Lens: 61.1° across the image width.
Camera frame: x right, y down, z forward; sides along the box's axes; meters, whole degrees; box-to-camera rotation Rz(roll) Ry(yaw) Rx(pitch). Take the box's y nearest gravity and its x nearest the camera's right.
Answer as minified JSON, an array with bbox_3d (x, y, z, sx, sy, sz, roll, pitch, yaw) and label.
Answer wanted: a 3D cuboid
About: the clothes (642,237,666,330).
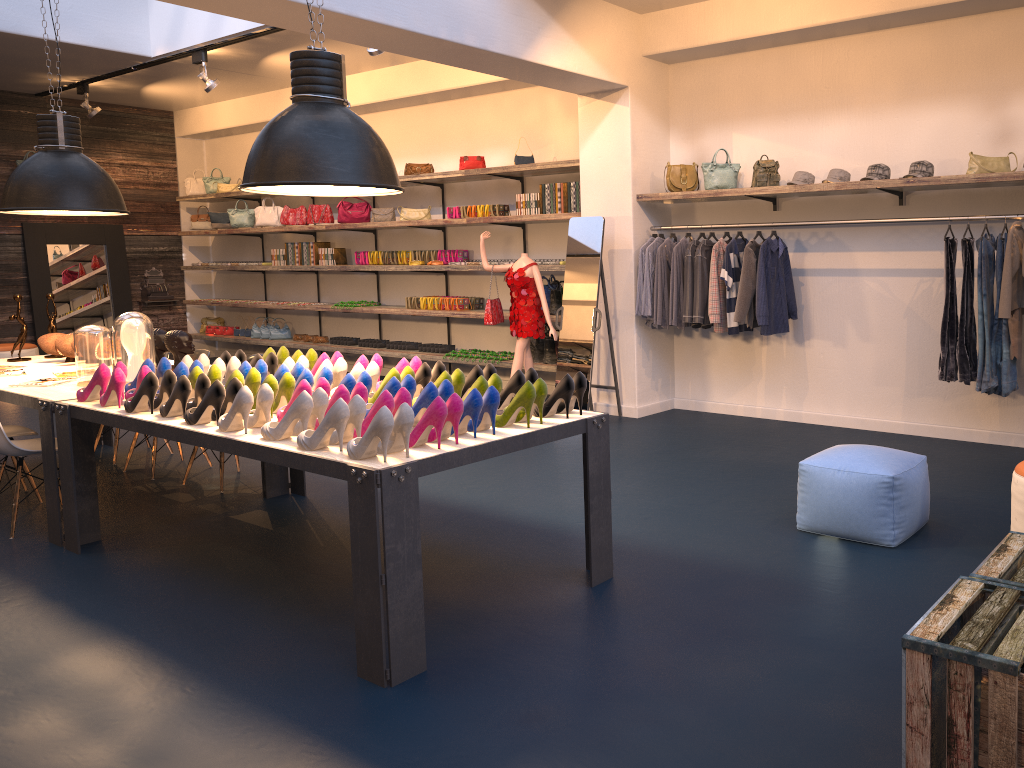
[{"bbox_3d":[1.296,-0.885,7.634,0.112,0.810,0.588,3,7,41],"label":"clothes"}]

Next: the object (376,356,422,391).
[{"bbox_3d":[-0.580,-0.047,4.438,0.224,0.194,0.218,4,8,36],"label":"object"}]

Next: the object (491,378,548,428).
[{"bbox_3d":[0.021,0.071,3.586,0.225,0.194,0.218,3,8,33],"label":"object"}]

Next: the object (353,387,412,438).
[{"bbox_3d":[-0.511,0.107,3.383,0.223,0.194,0.219,5,9,40],"label":"object"}]

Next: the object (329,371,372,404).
[{"bbox_3d":[-0.744,0.036,3.880,0.223,0.194,0.219,5,9,40],"label":"object"}]

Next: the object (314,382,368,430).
[{"bbox_3d":[-0.701,0.085,3.542,0.223,0.194,0.219,6,9,44],"label":"object"}]

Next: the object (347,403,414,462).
[{"bbox_3d":[-0.456,0.157,3.032,0.219,0.194,0.223,-7,9,-44],"label":"object"}]

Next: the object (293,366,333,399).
[{"bbox_3d":[-0.958,0.011,4.066,0.224,0.194,0.226,5,9,40],"label":"object"}]

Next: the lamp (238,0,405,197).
[{"bbox_3d":[-0.871,-1.679,3.829,0.650,1.638,0.753,2,6,32],"label":"lamp"}]

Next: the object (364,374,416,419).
[{"bbox_3d":[-0.535,0.053,3.752,0.224,0.194,0.219,4,8,37],"label":"object"}]

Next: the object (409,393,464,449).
[{"bbox_3d":[-0.302,0.128,3.221,0.224,0.194,0.218,4,8,37],"label":"object"}]

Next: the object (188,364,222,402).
[{"bbox_3d":[-1.513,-0.001,4.188,0.223,0.194,0.219,5,9,43],"label":"object"}]

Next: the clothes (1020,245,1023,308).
[{"bbox_3d":[3.545,-0.629,5.880,0.170,0.942,0.564,2,7,37],"label":"clothes"}]

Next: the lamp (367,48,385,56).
[{"bbox_3d":[-1.112,-2.842,7.142,0.184,0.326,0.237,-2,6,-3],"label":"lamp"}]

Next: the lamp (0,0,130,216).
[{"bbox_3d":[-2.834,-1.887,5.388,0.731,1.638,0.672,-3,5,-13],"label":"lamp"}]

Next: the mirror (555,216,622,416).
[{"bbox_3d":[0.639,-0.568,7.549,0.465,1.756,0.567,3,7,40],"label":"mirror"}]

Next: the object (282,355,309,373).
[{"bbox_3d":[-1.180,-0.055,4.530,0.224,0.194,0.218,4,8,36],"label":"object"}]

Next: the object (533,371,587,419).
[{"bbox_3d":[0.203,0.040,3.784,0.223,0.194,0.219,5,9,40],"label":"object"}]

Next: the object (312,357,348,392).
[{"bbox_3d":[-0.956,-0.041,4.421,0.223,0.194,0.219,5,9,40],"label":"object"}]

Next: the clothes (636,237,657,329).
[{"bbox_3d":[1.247,-0.890,7.673,0.112,0.810,0.588,3,7,41],"label":"clothes"}]

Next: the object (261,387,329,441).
[{"bbox_3d":[-0.843,0.111,3.377,0.227,0.194,0.215,2,7,26],"label":"object"}]

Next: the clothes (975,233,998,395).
[{"bbox_3d":[3.300,-0.478,6.033,0.148,1.130,0.244,1,5,22],"label":"clothes"}]

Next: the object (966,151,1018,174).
[{"bbox_3d":[3.377,-1.545,6.080,0.376,0.173,0.225,-2,7,-9],"label":"object"}]

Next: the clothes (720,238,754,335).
[{"bbox_3d":[1.897,-0.816,7.209,0.114,0.790,0.615,3,7,42],"label":"clothes"}]

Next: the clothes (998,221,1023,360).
[{"bbox_3d":[3.468,-0.639,5.947,0.170,0.942,0.564,2,7,37],"label":"clothes"}]

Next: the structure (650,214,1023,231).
[{"bbox_3d":[4.359,-1.041,5.192,8.031,0.038,0.042,6,10,38],"label":"structure"}]

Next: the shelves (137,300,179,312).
[{"bbox_3d":[-4.905,-1.083,12.051,0.226,0.156,0.491,5,10,40],"label":"shelves"}]

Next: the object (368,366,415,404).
[{"bbox_3d":[-0.572,0.010,4.047,0.223,0.194,0.219,5,9,40],"label":"object"}]

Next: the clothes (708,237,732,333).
[{"bbox_3d":[1.819,-0.833,7.273,0.162,0.792,0.733,3,7,41],"label":"clothes"}]

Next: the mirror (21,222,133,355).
[{"bbox_3d":[-5.578,-1.122,11.278,0.246,1.908,1.257,3,7,41],"label":"mirror"}]

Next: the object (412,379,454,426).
[{"bbox_3d":[-0.360,0.075,3.589,0.223,0.194,0.219,5,9,40],"label":"object"}]

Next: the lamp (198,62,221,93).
[{"bbox_3d":[-3.035,-3.047,8.672,0.247,0.326,0.177,-2,6,-7],"label":"lamp"}]

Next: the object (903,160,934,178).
[{"bbox_3d":[2.981,-1.564,6.354,0.264,0.135,0.159,-5,8,-30],"label":"object"}]

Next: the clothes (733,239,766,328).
[{"bbox_3d":[2.021,-0.821,7.116,0.160,0.731,0.763,3,7,40],"label":"clothes"}]

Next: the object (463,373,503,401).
[{"bbox_3d":[-0.162,0.048,3.757,0.223,0.194,0.219,5,9,40],"label":"object"}]

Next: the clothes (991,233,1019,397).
[{"bbox_3d":[3.406,-0.483,6.056,0.224,1.130,0.215,-6,7,-42],"label":"clothes"}]

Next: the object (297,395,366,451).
[{"bbox_3d":[-0.662,0.136,3.196,0.225,0.194,0.217,3,8,31],"label":"object"}]

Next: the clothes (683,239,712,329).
[{"bbox_3d":[1.641,-0.853,7.394,0.118,0.750,0.714,3,7,43],"label":"clothes"}]

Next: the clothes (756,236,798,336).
[{"bbox_3d":[2.136,-0.799,7.024,0.162,0.792,0.733,3,7,41],"label":"clothes"}]

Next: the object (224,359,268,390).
[{"bbox_3d":[-1.347,-0.030,4.374,0.223,0.194,0.219,5,9,40],"label":"object"}]

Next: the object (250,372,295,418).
[{"bbox_3d":[-1.082,0.042,3.864,0.223,0.194,0.219,5,9,40],"label":"object"}]

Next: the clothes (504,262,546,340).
[{"bbox_3d":[0.114,-0.414,7.873,0.326,1.378,0.492,1,6,28],"label":"clothes"}]

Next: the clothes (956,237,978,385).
[{"bbox_3d":[3.244,-0.513,6.146,0.136,1.042,0.249,3,6,40],"label":"clothes"}]

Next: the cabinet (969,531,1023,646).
[{"bbox_3d":[1.629,0.789,2.435,0.513,0.545,0.511,4,8,40],"label":"cabinet"}]

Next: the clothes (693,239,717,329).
[{"bbox_3d":[1.712,-0.846,7.338,0.118,0.750,0.714,3,7,43],"label":"clothes"}]

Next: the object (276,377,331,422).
[{"bbox_3d":[-0.884,0.064,3.702,0.219,0.194,0.223,-7,9,-42],"label":"object"}]

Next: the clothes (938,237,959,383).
[{"bbox_3d":[3.121,-0.527,6.223,0.136,1.042,0.249,3,6,40],"label":"clothes"}]

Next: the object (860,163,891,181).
[{"bbox_3d":[2.745,-1.589,6.542,0.264,0.135,0.159,-5,8,-30],"label":"object"}]

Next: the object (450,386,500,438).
[{"bbox_3d":[-0.162,0.099,3.409,0.219,0.194,0.223,-7,9,-42],"label":"object"}]

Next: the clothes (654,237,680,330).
[{"bbox_3d":[1.422,-0.886,7.582,0.175,0.797,0.572,2,7,37],"label":"clothes"}]

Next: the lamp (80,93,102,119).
[{"bbox_3d":[-4.957,-3.251,10.201,0.247,0.326,0.177,-2,6,-7],"label":"lamp"}]

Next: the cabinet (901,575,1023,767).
[{"bbox_3d":[2.261,0.740,2.724,3.045,0.545,0.687,-7,9,-36],"label":"cabinet"}]

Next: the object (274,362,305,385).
[{"bbox_3d":[-1.124,-0.013,4.239,0.223,0.194,0.219,5,9,40],"label":"object"}]

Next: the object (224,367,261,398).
[{"bbox_3d":[-1.284,0.018,4.038,0.223,0.194,0.219,5,9,40],"label":"object"}]

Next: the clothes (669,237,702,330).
[{"bbox_3d":[1.539,-0.874,7.490,0.175,0.797,0.572,2,7,37],"label":"clothes"}]

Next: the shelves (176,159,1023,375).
[{"bbox_3d":[-1.324,-0.389,4.337,15.518,2.214,9.395,6,11,39],"label":"shelves"}]

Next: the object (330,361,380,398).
[{"bbox_3d":[-0.766,-0.017,4.247,0.223,0.194,0.219,5,9,40],"label":"object"}]

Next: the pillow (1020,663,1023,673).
[{"bbox_3d":[1.350,0.699,1.975,0.402,0.347,0.388,5,9,40],"label":"pillow"}]
